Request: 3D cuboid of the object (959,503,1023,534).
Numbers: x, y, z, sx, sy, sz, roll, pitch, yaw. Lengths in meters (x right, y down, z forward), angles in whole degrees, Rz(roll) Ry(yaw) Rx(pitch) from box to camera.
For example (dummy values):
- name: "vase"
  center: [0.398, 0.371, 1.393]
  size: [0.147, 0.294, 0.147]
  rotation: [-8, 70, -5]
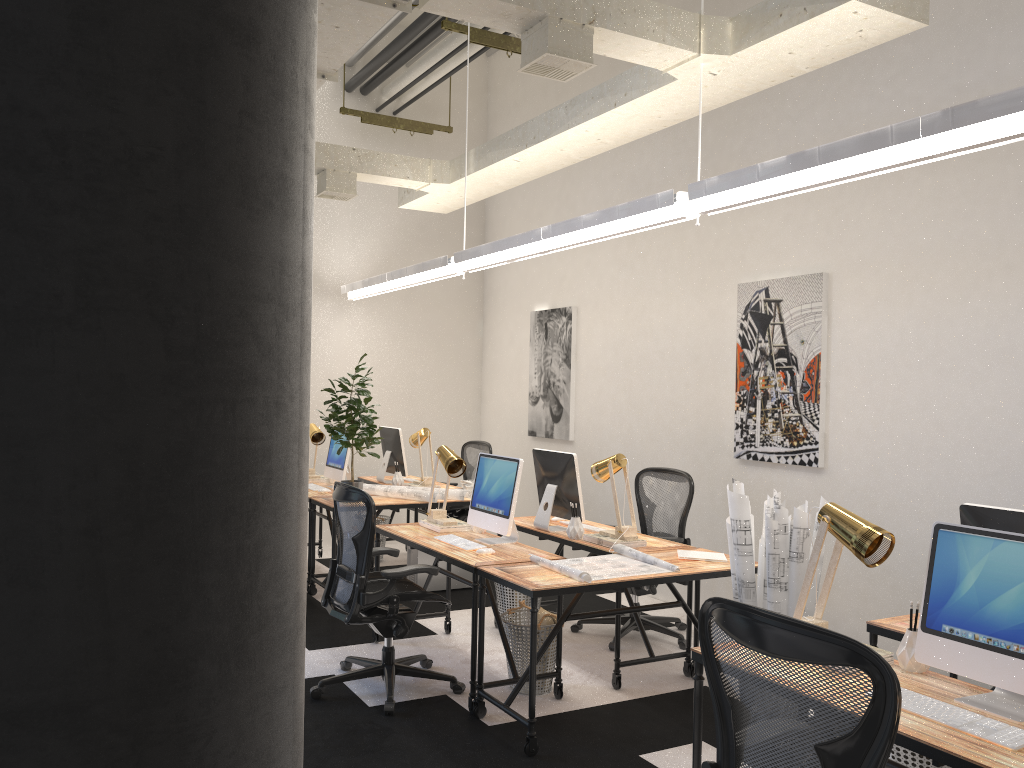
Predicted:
- name: "object"
  center: [1.705, 0.661, 2.924]
  size: [0.190, 0.485, 0.483]
  rotation: [1, 0, -29]

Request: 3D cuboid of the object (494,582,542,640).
- name: "object"
  center: [0.047, 1.399, 5.706]
  size: [0.353, 0.435, 0.358]
  rotation: [1, 0, -33]

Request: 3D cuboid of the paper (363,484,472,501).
- name: "paper"
  center: [-0.826, 0.818, 6.819]
  size: [1.134, 0.082, 0.083]
  rotation: [1, 0, 26]

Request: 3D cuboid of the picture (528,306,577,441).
- name: "picture"
  center: [0.362, -0.094, 8.138]
  size: [0.049, 1.183, 0.731]
  rotation: [1, 0, -29]

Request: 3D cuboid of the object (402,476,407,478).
- name: "object"
  center: [-1.017, 0.851, 8.144]
  size: [0.106, 0.029, 0.059]
  rotation: [1, 0, -28]

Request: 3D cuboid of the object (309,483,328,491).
- name: "object"
  center: [-1.613, 0.837, 7.197]
  size: [0.118, 0.017, 0.439]
  rotation: [1, -1, -29]

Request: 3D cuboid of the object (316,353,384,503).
- name: "object"
  center: [-1.170, 0.312, 6.412]
  size: [0.439, 1.077, 0.513]
  rotation: [1, 0, -38]

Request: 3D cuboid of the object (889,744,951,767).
- name: "object"
  center: [1.494, 1.409, 3.196]
  size: [0.353, 0.435, 0.358]
  rotation: [1, 0, -33]

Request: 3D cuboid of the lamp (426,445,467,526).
- name: "lamp"
  center: [-0.397, 0.608, 5.347]
  size: [0.128, 0.470, 0.344]
  rotation: [1, 0, -29]

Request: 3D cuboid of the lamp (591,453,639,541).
- name: "lamp"
  center: [0.580, 0.626, 5.035]
  size: [0.128, 0.470, 0.344]
  rotation: [1, 0, -29]

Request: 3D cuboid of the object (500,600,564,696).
- name: "object"
  center: [0.102, 1.392, 4.687]
  size: [0.353, 0.435, 0.358]
  rotation: [1, 0, -33]

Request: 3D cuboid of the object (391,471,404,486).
- name: "object"
  center: [-0.958, 0.800, 7.443]
  size: [0.101, 0.127, 0.101]
  rotation: [1, 0, 16]

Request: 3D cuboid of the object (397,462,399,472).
- name: "object"
  center: [-0.950, 0.758, 7.431]
  size: [0.008, 0.207, 0.054]
  rotation: [1, 0, 26]

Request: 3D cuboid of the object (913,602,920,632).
- name: "object"
  center: [1.260, 0.789, 2.778]
  size: [0.054, 0.207, 0.008]
  rotation: [1, 1, -42]

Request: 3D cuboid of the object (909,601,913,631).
- name: "object"
  center: [1.248, 0.788, 2.776]
  size: [0.008, 0.207, 0.054]
  rotation: [1, 0, 26]

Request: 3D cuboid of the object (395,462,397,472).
- name: "object"
  center: [-0.962, 0.758, 7.429]
  size: [0.054, 0.207, 0.008]
  rotation: [1, 1, -42]

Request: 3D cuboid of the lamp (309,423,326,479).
- name: "lamp"
  center: [-1.723, 0.577, 7.679]
  size: [0.126, 0.470, 0.344]
  rotation: [1, 0, -29]

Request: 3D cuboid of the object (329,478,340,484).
- name: "object"
  center: [-1.516, 0.789, 7.606]
  size: [0.101, 0.127, 0.101]
  rotation: [1, 0, 16]

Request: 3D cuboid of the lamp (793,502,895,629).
- name: "lamp"
  center: [1.049, 0.618, 2.837]
  size: [0.126, 0.470, 0.344]
  rotation: [1, 0, -29]

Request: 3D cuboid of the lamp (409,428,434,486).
- name: "lamp"
  center: [-0.744, 0.595, 7.368]
  size: [0.126, 0.470, 0.344]
  rotation: [1, 0, -29]

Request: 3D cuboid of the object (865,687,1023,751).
- name: "object"
  center: [1.159, 0.878, 2.354]
  size: [0.118, 0.017, 0.439]
  rotation: [1, -1, -29]

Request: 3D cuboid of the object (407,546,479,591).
- name: "object"
  center: [-0.535, 1.368, 6.982]
  size: [0.544, 0.455, 0.221]
  rotation: [1, 0, -29]

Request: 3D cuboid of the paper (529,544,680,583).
- name: "paper"
  center: [0.443, 0.865, 4.314]
  size: [0.626, 0.061, 0.568]
  rotation: [2, -1, -32]

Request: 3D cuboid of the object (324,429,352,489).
- name: "object"
  center: [-1.401, 0.609, 7.281]
  size: [0.190, 0.485, 0.483]
  rotation: [1, 0, -29]

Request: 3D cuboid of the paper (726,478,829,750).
- name: "paper"
  center: [1.192, 1.027, 4.072]
  size: [0.440, 1.198, 0.412]
  rotation: [1, 0, 39]

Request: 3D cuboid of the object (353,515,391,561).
- name: "object"
  center: [-1.277, 1.368, 8.038]
  size: [0.353, 0.435, 0.358]
  rotation: [1, 0, -33]

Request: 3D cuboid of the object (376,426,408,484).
- name: "object"
  center: [-1.066, 0.621, 7.766]
  size: [0.190, 0.485, 0.483]
  rotation: [1, 0, -29]

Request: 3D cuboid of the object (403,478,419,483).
- name: "object"
  center: [-0.864, 0.859, 7.854]
  size: [0.118, 0.017, 0.439]
  rotation: [1, -1, -29]

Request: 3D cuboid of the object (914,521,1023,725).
- name: "object"
  center: [1.370, 0.650, 2.438]
  size: [0.190, 0.485, 0.483]
  rotation: [1, 0, -29]

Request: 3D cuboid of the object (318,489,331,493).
- name: "object"
  center: [-1.459, 0.832, 6.906]
  size: [0.106, 0.029, 0.059]
  rotation: [1, 0, -28]

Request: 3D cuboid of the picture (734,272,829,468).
- name: "picture"
  center: [1.715, -0.085, 5.705]
  size: [0.049, 1.183, 0.731]
  rotation: [1, 0, -29]

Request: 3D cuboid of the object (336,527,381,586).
- name: "object"
  center: [-1.222, 1.361, 7.019]
  size: [0.353, 0.435, 0.358]
  rotation: [1, 0, -33]

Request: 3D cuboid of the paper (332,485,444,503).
- name: "paper"
  center: [-0.972, 0.814, 6.738]
  size: [1.134, 0.082, 0.083]
  rotation: [1, 0, 36]

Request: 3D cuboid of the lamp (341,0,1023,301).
- name: "lamp"
  center: [0.288, -2.165, 5.171]
  size: [0.226, 2.864, 7.300]
  rotation: [1, 0, -29]

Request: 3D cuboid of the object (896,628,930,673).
- name: "object"
  center: [1.255, 0.830, 2.764]
  size: [0.101, 0.127, 0.101]
  rotation: [1, 0, 16]

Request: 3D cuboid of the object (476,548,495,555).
- name: "object"
  center: [-0.135, 0.862, 4.574]
  size: [0.106, 0.029, 0.059]
  rotation: [1, 0, -28]
